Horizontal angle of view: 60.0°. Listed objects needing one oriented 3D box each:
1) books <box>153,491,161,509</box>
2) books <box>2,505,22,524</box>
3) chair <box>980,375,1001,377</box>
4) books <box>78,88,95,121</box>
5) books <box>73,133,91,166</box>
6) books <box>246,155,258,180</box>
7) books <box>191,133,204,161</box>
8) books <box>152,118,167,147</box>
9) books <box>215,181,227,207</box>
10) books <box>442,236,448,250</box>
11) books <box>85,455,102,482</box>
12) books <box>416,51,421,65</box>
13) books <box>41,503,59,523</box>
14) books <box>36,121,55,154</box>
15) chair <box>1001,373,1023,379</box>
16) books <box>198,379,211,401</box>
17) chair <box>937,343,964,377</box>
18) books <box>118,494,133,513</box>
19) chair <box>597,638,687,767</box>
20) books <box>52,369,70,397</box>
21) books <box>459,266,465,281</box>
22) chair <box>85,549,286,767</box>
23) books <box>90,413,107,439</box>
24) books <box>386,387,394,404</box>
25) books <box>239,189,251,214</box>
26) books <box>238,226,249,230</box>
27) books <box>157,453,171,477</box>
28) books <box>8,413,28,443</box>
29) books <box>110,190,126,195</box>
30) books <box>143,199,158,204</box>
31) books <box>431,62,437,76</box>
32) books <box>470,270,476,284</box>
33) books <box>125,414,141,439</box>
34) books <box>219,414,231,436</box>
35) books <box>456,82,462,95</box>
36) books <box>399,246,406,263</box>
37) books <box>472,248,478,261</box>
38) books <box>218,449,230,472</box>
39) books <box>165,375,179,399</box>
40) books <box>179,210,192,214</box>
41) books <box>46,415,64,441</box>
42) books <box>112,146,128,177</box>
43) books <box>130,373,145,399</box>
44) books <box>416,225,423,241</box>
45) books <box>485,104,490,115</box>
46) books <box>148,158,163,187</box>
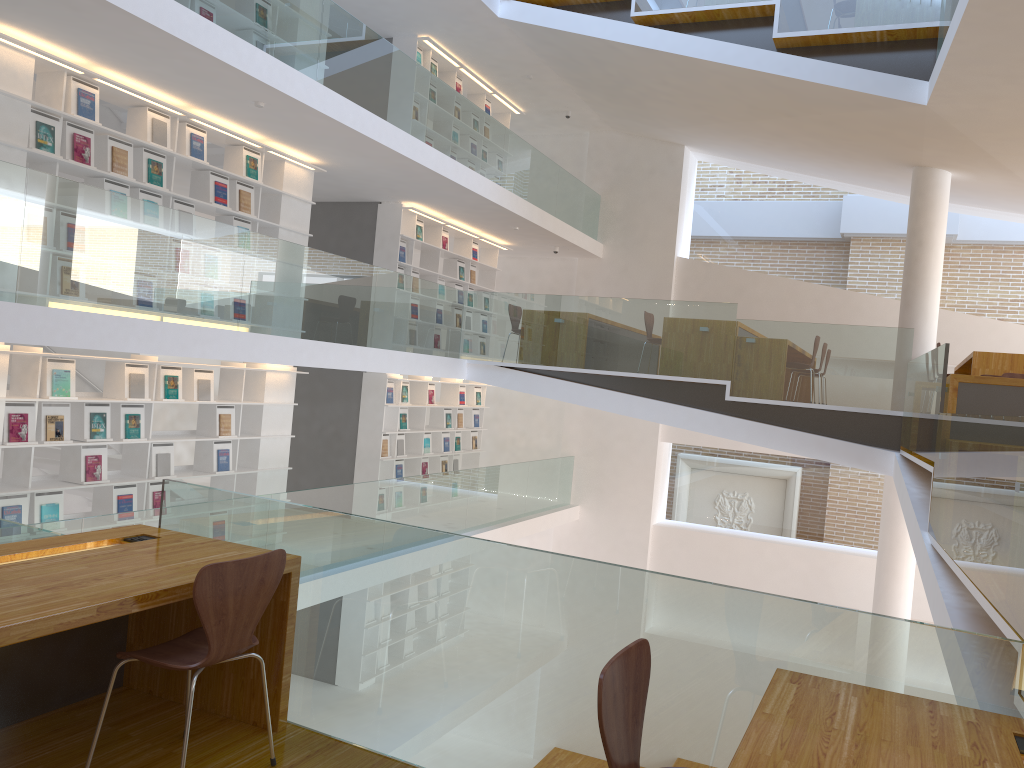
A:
[{"bbox_3d":[-2.995,1.017,7.541,0.037,0.210,0.145,5,0,24],"label":"books"},{"bbox_3d":[-3.544,0.970,6.285,0.037,0.210,0.145,5,0,24],"label":"books"},{"bbox_3d":[3.909,0.288,7.105,0.428,0.693,0.381,5,0,24],"label":"chair"},{"bbox_3d":[-3.146,-2.061,6.554,0.037,0.210,0.145,5,0,24],"label":"books"},{"bbox_3d":[-3.179,-1.732,6.556,0.037,0.210,0.145,5,0,24],"label":"books"},{"bbox_3d":[-2.410,-2.002,8.227,0.037,0.210,0.145,5,0,24],"label":"books"},{"bbox_3d":[-2.692,-2.025,7.586,0.037,0.210,0.145,5,0,24],"label":"books"},{"bbox_3d":[-2.861,-2.037,7.202,0.037,0.210,0.145,5,0,24],"label":"books"},{"bbox_3d":[-2.590,-1.688,7.894,0.037,0.210,0.145,5,0,24],"label":"books"},{"bbox_3d":[-0.896,-1.859,11.842,0.037,0.210,0.145,5,0,24],"label":"books"},{"bbox_3d":[-3.251,0.660,6.890,0.037,0.210,0.145,5,0,24],"label":"books"},{"bbox_3d":[-1.149,-3.955,10.835,0.037,0.210,0.145,5,0,24],"label":"books"},{"bbox_3d":[-3.421,0.992,6.566,0.037,0.210,0.145,5,0,24],"label":"books"},{"bbox_3d":[-3.303,-1.738,6.277,0.037,0.210,0.145,5,0,24],"label":"books"},{"bbox_3d":[3.653,0.269,6.250,0.428,0.693,0.381,5,0,24],"label":"chair"},{"bbox_3d":[-2.743,0.066,7.905,0.037,0.210,0.145,5,0,24],"label":"books"},{"bbox_3d":[4.264,-0.033,8.530,0.381,0.693,0.428,5,0,24],"label":"chair"},{"bbox_3d":[-3.143,1.005,7.205,0.037,0.210,0.145,5,0,24],"label":"books"},{"bbox_3d":[0.376,0.961,1.909,0.381,0.693,0.428,5,0,24],"label":"chair"},{"bbox_3d":[-3.333,-0.001,6.559,0.037,0.210,0.145,5,0,24],"label":"books"},{"bbox_3d":[-0.699,-1.528,12.354,0.037,0.210,0.145,5,0,24],"label":"books"},{"bbox_3d":[-0.969,0.837,2.685,0.381,0.693,0.428,5,0,24],"label":"chair"},{"bbox_3d":[-3.218,0.328,6.898,0.037,0.210,0.145,5,0,24],"label":"books"},{"bbox_3d":[-1.499,0.149,10.888,0.037,0.210,0.145,5,0,24],"label":"books"},{"bbox_3d":[-2.463,-1.675,8.183,0.037,0.210,0.145,5,0,24],"label":"books"},{"bbox_3d":[-2.484,-1.343,8.198,0.037,0.210,0.145,5,0,24],"label":"books"},{"bbox_3d":[-2.963,0.697,7.540,0.037,0.210,0.145,5,0,24],"label":"books"},{"bbox_3d":[-3.492,0.314,6.273,0.037,0.210,0.145,5,0,24],"label":"books"},{"bbox_3d":[-3.060,-1.388,6.888,0.037,0.210,0.145,5,0,24],"label":"books"},{"bbox_3d":[-2.932,-1.380,7.186,0.037,0.210,0.145,5,0,24],"label":"books"},{"bbox_3d":[-0.988,-3.938,11.202,0.037,0.210,0.145,5,0,24],"label":"books"},{"bbox_3d":[-0.558,-1.517,12.675,0.037,0.210,0.145,5,0,24],"label":"books"},{"bbox_3d":[-3.079,0.350,7.205,0.037,0.210,0.145,5,0,24],"label":"books"},{"bbox_3d":[-2.649,0.384,8.191,0.037,0.210,0.145,5,0,24],"label":"books"},{"bbox_3d":[-0.713,-3.901,11.831,0.037,0.210,0.145,5,0,24],"label":"books"},{"bbox_3d":[-1.347,-1.580,10.872,0.037,0.210,0.145,5,0,24],"label":"books"},{"bbox_3d":[-0.530,-1.831,12.673,0.037,0.210,0.145,5,0,24],"label":"books"},{"bbox_3d":[-2.669,0.711,8.207,0.037,0.210,0.145,5,0,24],"label":"books"},{"bbox_3d":[-2.898,0.033,7.549,0.037,0.210,0.145,5,0,24],"label":"books"},{"bbox_3d":[-2.777,-1.361,7.532,0.037,0.210,0.145,5,0,24],"label":"books"},{"bbox_3d":[-3.379,0.338,6.556,0.037,0.210,0.145,5,0,24],"label":"books"},{"bbox_3d":[-3.039,-1.720,6.873,0.037,0.210,0.145,5,0,24],"label":"books"},{"bbox_3d":[-3.047,0.021,7.210,0.037,0.210,0.145,5,0,24],"label":"books"},{"bbox_3d":[-1.171,-1.897,11.212,0.037,0.210,0.145,5,0,24],"label":"books"},{"bbox_3d":[-0.347,-3.872,12.663,0.037,0.210,0.145,5,0,24],"label":"books"},{"bbox_3d":[-2.894,-1.708,7.197,0.037,0.210,0.145,5,0,24],"label":"books"}]
